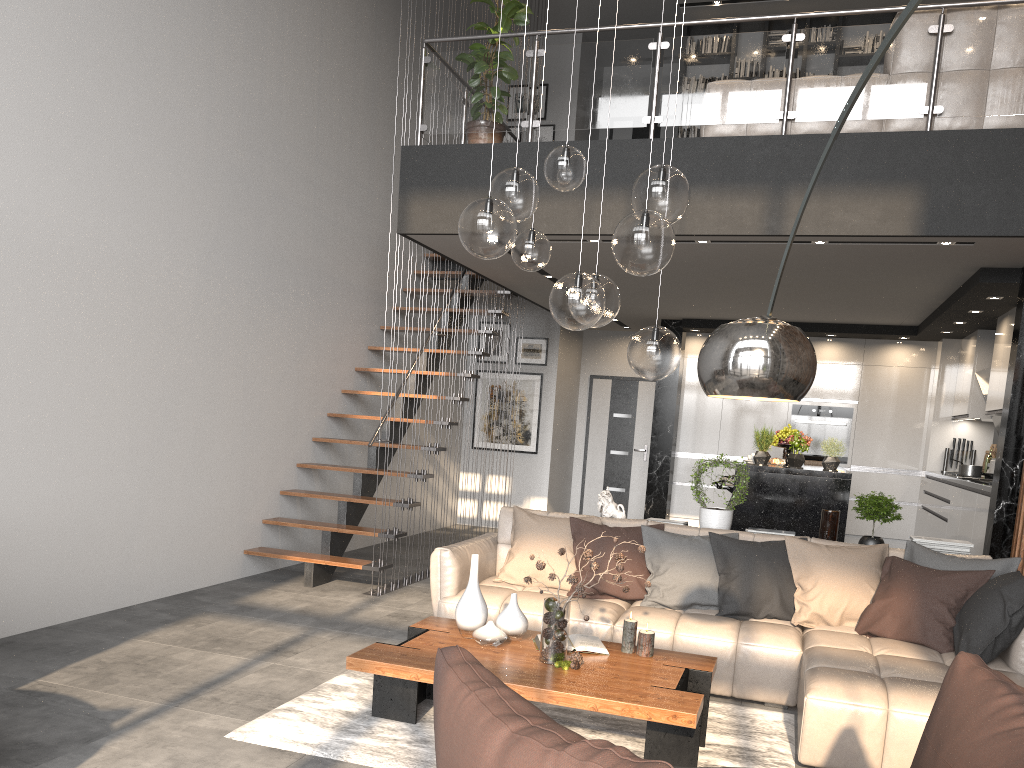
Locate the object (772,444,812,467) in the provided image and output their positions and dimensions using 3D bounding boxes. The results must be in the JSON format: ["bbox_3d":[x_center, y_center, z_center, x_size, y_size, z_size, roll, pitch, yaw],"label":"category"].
[{"bbox_3d":[2.393,0.619,7.577,0.368,0.190,0.363,4,0,-19],"label":"object"}]

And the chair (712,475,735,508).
[{"bbox_3d":[2.143,1.275,8.355,0.432,0.745,1.720,5,0,18],"label":"chair"}]

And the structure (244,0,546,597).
[{"bbox_3d":[-0.808,-1.305,8.081,1.173,6.141,3.564,6,5,18],"label":"structure"}]

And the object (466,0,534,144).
[{"bbox_3d":[-0.115,-2.368,6.288,0.765,1.492,0.526,8,7,38],"label":"object"}]

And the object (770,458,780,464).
[{"bbox_3d":[2.350,0.688,7.833,0.073,0.060,0.060,5,2,39],"label":"object"}]

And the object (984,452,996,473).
[{"bbox_3d":[4.740,0.780,8.660,0.089,0.287,0.081,6,6,18],"label":"object"}]

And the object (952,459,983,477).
[{"bbox_3d":[4.318,0.801,8.294,0.199,0.155,0.346,4,-1,8],"label":"object"}]

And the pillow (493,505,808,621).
[{"bbox_3d":[0.849,1.075,5.200,1.933,0.507,0.539,4,2,17],"label":"pillow"}]

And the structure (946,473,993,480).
[{"bbox_3d":[4.322,0.869,8.063,0.508,0.061,0.598,3,-2,18],"label":"structure"}]

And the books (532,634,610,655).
[{"bbox_3d":[0.276,1.211,4.085,0.343,0.040,0.230,4,-2,-5],"label":"books"}]

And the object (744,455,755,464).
[{"bbox_3d":[2.121,0.664,7.706,0.155,0.071,0.153,4,-1,-14],"label":"object"}]

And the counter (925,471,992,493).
[{"bbox_3d":[4.187,0.864,7.659,0.608,0.041,3.443,3,-2,18],"label":"counter"}]

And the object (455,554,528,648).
[{"bbox_3d":[-0.105,1.003,4.090,0.313,0.404,0.319,7,4,37],"label":"object"}]

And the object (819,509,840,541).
[{"bbox_3d":[1.991,0.924,5.503,0.108,0.272,0.108,6,6,23],"label":"object"}]

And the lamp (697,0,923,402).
[{"bbox_3d":[0.731,0.346,1.633,0.320,2.367,2.008,3,3,-6],"label":"lamp"}]

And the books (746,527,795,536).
[{"bbox_3d":[1.647,0.989,5.631,0.324,0.100,0.204,4,-1,18],"label":"books"}]

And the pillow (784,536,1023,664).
[{"bbox_3d":[2.133,1.151,4.689,0.762,0.555,1.370,3,0,-42],"label":"pillow"}]

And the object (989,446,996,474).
[{"bbox_3d":[4.645,0.751,8.344,0.174,0.309,0.156,6,5,21],"label":"object"}]

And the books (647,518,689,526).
[{"bbox_3d":[1.027,0.958,5.830,0.346,0.101,0.193,4,0,17],"label":"books"}]

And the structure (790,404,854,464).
[{"bbox_3d":[3.586,0.585,10.220,0.652,0.641,0.647,5,2,18],"label":"structure"}]

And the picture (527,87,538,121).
[{"bbox_3d":[0.183,-3.338,10.485,0.502,0.418,0.024,4,7,17],"label":"picture"}]

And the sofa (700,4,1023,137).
[{"bbox_3d":[2.646,-1.825,6.357,2.267,0.792,2.277,4,-1,18],"label":"sofa"}]

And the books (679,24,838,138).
[{"bbox_3d":[3.476,-2.574,9.167,3.424,2.368,0.209,4,7,17],"label":"books"}]

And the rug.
[{"bbox_3d":[0.117,1.568,4.049,2.289,0.020,1.601,3,-2,17],"label":"rug"}]

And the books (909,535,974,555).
[{"bbox_3d":[2.579,1.015,5.285,0.331,0.152,0.198,4,1,18],"label":"books"}]

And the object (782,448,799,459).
[{"bbox_3d":[2.860,0.657,8.918,0.150,0.288,0.197,4,4,1],"label":"object"}]

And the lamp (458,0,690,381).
[{"bbox_3d":[0.423,-2.562,3.412,1.227,5.075,1.214,6,7,15],"label":"lamp"}]

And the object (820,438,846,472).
[{"bbox_3d":[2.617,0.569,7.141,0.219,0.288,0.210,6,4,31],"label":"object"}]

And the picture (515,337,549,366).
[{"bbox_3d":[0.243,-0.402,10.757,0.408,0.339,0.024,4,7,17],"label":"picture"}]

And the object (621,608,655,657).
[{"bbox_3d":[0.585,1.145,4.042,0.152,0.214,0.077,6,6,28],"label":"object"}]

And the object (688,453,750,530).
[{"bbox_3d":[1.337,0.733,5.692,0.385,0.585,0.212,4,6,-2],"label":"object"}]

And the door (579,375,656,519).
[{"bbox_3d":[1.447,0.952,11.762,0.970,2.115,0.167,6,7,17],"label":"door"}]

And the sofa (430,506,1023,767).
[{"bbox_3d":[1.046,1.249,4.654,3.230,0.830,1.868,3,-1,18],"label":"sofa"}]

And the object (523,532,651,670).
[{"bbox_3d":[0.335,0.921,3.787,0.543,0.612,0.312,3,5,-11],"label":"object"}]

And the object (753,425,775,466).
[{"bbox_3d":[2.105,0.496,7.292,0.186,0.374,0.193,1,6,-27],"label":"object"}]

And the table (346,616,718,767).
[{"bbox_3d":[0.120,1.389,3.898,1.446,0.360,0.893,3,-1,18],"label":"table"}]

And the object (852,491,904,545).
[{"bbox_3d":[2.246,0.867,5.422,0.272,0.414,0.305,2,4,-22],"label":"object"}]

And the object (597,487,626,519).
[{"bbox_3d":[0.680,0.841,5.905,0.205,0.294,0.135,7,6,37],"label":"object"}]

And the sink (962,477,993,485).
[{"bbox_3d":[4.034,0.704,7.095,0.496,0.554,1.107,5,0,18],"label":"sink"}]

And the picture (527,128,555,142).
[{"bbox_3d":[0.342,-2.857,10.480,0.332,0.418,0.024,5,7,17],"label":"picture"}]

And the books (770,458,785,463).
[{"bbox_3d":[2.519,0.741,8.552,0.321,0.039,0.171,3,-2,17],"label":"books"}]

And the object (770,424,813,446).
[{"bbox_3d":[2.415,0.453,7.563,0.346,0.218,0.317,4,1,15],"label":"object"}]

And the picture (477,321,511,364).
[{"bbox_3d":[-0.225,-0.515,10.895,0.408,0.514,0.024,5,7,17],"label":"picture"}]

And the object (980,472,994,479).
[{"bbox_3d":[4.327,0.827,7.888,0.352,0.061,0.230,4,-2,-4],"label":"object"}]

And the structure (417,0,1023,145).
[{"bbox_3d":[1.841,-1.835,7.132,4.204,0.750,3.362,3,-2,18],"label":"structure"}]

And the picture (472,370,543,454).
[{"bbox_3d":[-0.063,0.347,10.925,0.868,1.009,0.024,5,7,17],"label":"picture"}]

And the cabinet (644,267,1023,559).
[{"bbox_3d":[2.840,0.292,8.180,3.604,3.285,6.174,5,0,18],"label":"cabinet"}]

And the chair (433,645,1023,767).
[{"bbox_3d":[0.515,1.064,1.933,1.466,0.912,1.445,4,0,44],"label":"chair"}]

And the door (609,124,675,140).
[{"bbox_3d":[1.674,-2.347,11.364,0.970,2.115,0.167,6,7,17],"label":"door"}]

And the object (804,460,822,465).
[{"bbox_3d":[3.106,0.798,8.840,0.289,0.031,0.399,3,-2,17],"label":"object"}]

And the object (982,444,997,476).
[{"bbox_3d":[4.884,0.777,8.920,0.097,0.335,0.398,6,2,18],"label":"object"}]

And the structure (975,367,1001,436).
[{"bbox_3d":[4.480,-0.024,7.925,0.411,1.046,0.731,6,4,18],"label":"structure"}]

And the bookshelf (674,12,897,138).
[{"bbox_3d":[3.476,-2.529,9.181,3.506,2.556,0.245,4,7,17],"label":"bookshelf"}]

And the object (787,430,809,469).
[{"bbox_3d":[2.345,0.538,7.199,0.177,0.317,0.171,7,5,29],"label":"object"}]

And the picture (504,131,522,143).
[{"bbox_3d":[-0.048,-2.877,10.603,0.332,0.418,0.024,5,7,17],"label":"picture"}]

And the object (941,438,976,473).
[{"bbox_3d":[4.717,0.758,9.217,0.320,0.379,0.066,5,7,17],"label":"object"}]

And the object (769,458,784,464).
[{"bbox_3d":[2.379,0.692,7.879,0.130,0.060,0.069,4,2,18],"label":"object"}]

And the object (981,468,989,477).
[{"bbox_3d":[4.703,0.835,8.594,0.179,0.165,0.271,5,0,18],"label":"object"}]
